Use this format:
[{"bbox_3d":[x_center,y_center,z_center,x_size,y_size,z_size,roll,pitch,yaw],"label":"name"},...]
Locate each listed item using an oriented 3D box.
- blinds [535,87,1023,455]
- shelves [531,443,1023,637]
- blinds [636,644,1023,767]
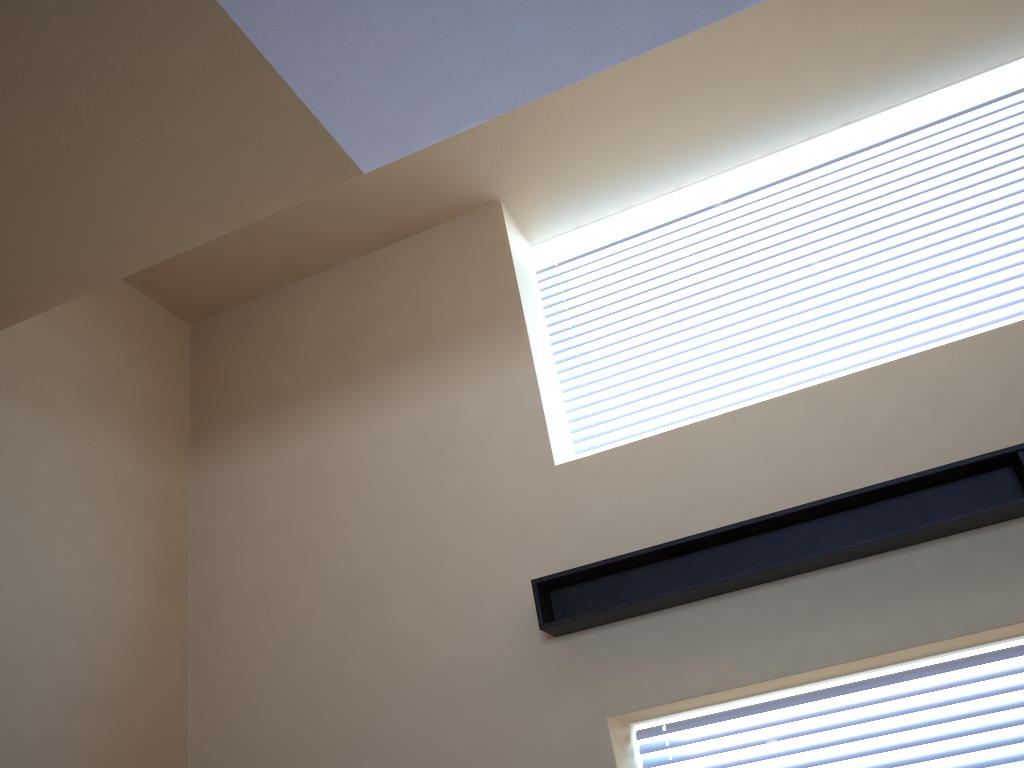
[{"bbox_3d":[2.704,-0.949,4.082,5.403,1.446,0.039,-19,-29,15],"label":"blinds"},{"bbox_3d":[2.971,-0.283,2.490,6.636,0.211,1.260,-19,-29,15],"label":"shelves"},{"bbox_3d":[3.124,1.273,2.905,5.403,1.353,0.048,-19,-29,15],"label":"blinds"}]
